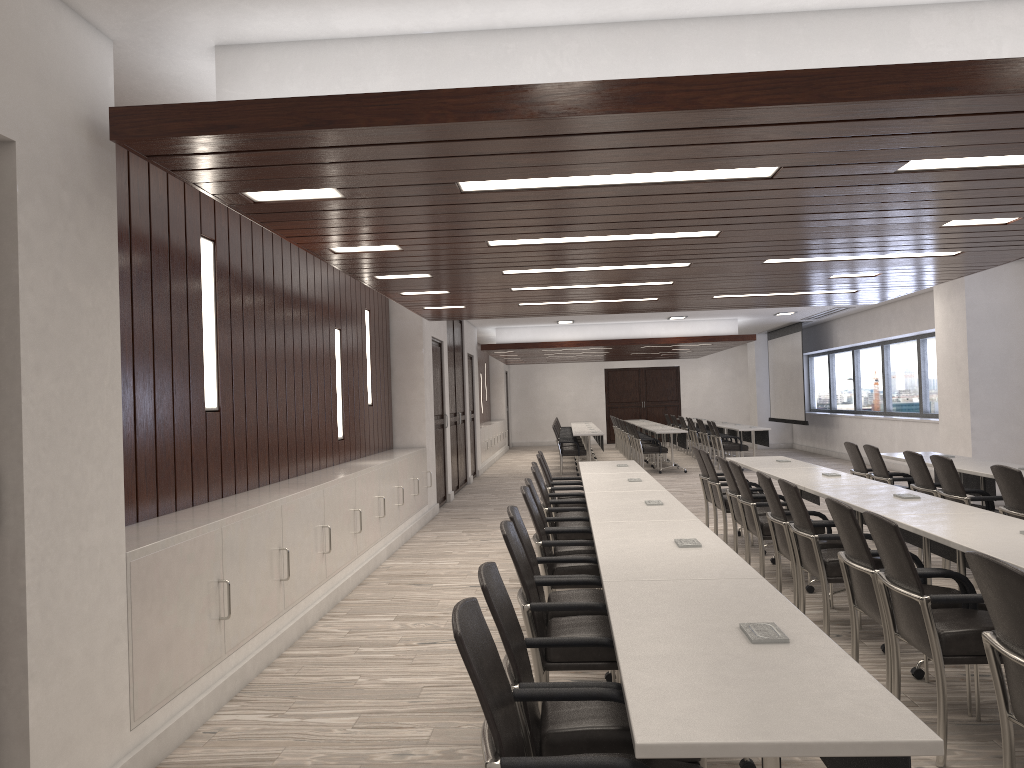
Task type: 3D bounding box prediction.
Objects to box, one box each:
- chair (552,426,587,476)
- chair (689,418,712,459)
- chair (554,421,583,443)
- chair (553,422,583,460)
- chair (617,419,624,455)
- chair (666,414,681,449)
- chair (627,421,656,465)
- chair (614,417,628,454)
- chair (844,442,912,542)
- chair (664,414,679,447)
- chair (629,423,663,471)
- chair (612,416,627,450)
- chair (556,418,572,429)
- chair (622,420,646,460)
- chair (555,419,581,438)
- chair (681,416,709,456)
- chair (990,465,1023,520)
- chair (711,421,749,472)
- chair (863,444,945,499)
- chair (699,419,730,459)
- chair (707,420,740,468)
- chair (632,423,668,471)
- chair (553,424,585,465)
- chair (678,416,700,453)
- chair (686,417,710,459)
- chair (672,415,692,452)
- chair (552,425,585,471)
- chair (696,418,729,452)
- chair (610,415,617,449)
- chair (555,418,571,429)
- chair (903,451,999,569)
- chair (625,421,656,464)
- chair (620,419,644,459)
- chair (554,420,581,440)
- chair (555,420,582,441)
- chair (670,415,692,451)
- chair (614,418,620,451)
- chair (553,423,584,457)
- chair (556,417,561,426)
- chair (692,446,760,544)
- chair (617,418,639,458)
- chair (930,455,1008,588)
[{"bbox_3d":[1.091,1.255,16.821,0.638,0.939,0.513,-2,-1,4],"label":"chair"},{"bbox_3d":[4.268,1.203,19.677,0.638,0.939,0.513,-2,-1,4],"label":"chair"},{"bbox_3d":[1.299,1.315,20.370,0.638,0.939,0.513,-2,-1,4],"label":"chair"},{"bbox_3d":[1.260,1.306,19.853,0.638,0.939,0.513,-2,-1,4],"label":"chair"},{"bbox_3d":[2.910,1.288,21.814,0.638,0.939,0.513,-2,-1,3],"label":"chair"},{"bbox_3d":[4.545,1.279,24.234,0.638,0.939,0.513,-2,-1,4],"label":"chair"},{"bbox_3d":[2.696,1.229,18.251,0.638,0.939,0.513,-2,-1,3],"label":"chair"},{"bbox_3d":[2.966,1.305,22.812,0.638,0.939,0.513,-2,-1,3],"label":"chair"},{"bbox_3d":[3.594,1.019,8.601,0.638,0.939,0.513,-2,-1,4],"label":"chair"},{"bbox_3d":[4.585,1.287,24.754,0.638,0.939,0.513,-2,-1,4],"label":"chair"},{"bbox_3d":[2.621,1.213,17.263,0.638,0.939,0.513,-2,-1,3],"label":"chair"},{"bbox_3d":[3.070,1.329,24.328,0.638,0.939,0.513,-2,-1,4],"label":"chair"},{"bbox_3d":[1.548,1.382,24.414,0.638,0.939,0.513,-2,-1,3],"label":"chair"},{"bbox_3d":[2.780,1.254,19.770,0.638,0.939,0.513,-2,-1,4],"label":"chair"},{"bbox_3d":[1.448,1.357,22.897,0.638,0.939,0.513,-2,-1,3],"label":"chair"},{"bbox_3d":[4.371,1.228,21.192,0.638,0.939,0.513,-2,-1,3],"label":"chair"},{"bbox_3d":[3.412,0.969,5.565,0.638,0.939,0.513,-2,-1,4],"label":"chair"},{"bbox_3d":[4.083,1.153,16.645,0.638,0.939,0.513,-2,-1,4],"label":"chair"},{"bbox_3d":[3.579,1.010,8.080,0.638,0.939,0.513,-2,-1,4],"label":"chair"},{"bbox_3d":[4.175,1.178,18.167,0.638,0.939,0.513,-2,-1,4],"label":"chair"},{"bbox_3d":[4.115,1.161,17.167,0.638,0.939,0.513,-2,-1,3],"label":"chair"},{"bbox_3d":[2.601,1.204,16.730,0.638,0.939,0.513,-2,-1,3],"label":"chair"},{"bbox_3d":[1.177,1.281,18.344,0.638,0.939,0.513,-2,-1,3],"label":"chair"},{"bbox_3d":[4.410,1.236,21.717,0.638,0.939,0.513,-2,-1,2],"label":"chair"},{"bbox_3d":[4.302,1.212,20.200,0.638,0.939,0.513,-2,-1,4],"label":"chair"},{"bbox_3d":[4.453,1.254,22.715,0.638,0.939,0.513,-2,-1,3],"label":"chair"},{"bbox_3d":[1.114,1.264,17.343,0.638,0.939,0.513,-2,-1,3],"label":"chair"},{"bbox_3d":[4.224,1.186,18.687,0.638,0.939,0.513,-2,-1,3],"label":"chair"},{"bbox_3d":[3.085,1.339,24.846,0.638,0.939,0.513,-2,-1,3],"label":"chair"},{"bbox_3d":[1.479,1.365,23.421,0.638,0.939,0.513,-2,-1,4],"label":"chair"},{"bbox_3d":[3.513,0.994,7.086,0.638,0.939,0.513,-2,-1,4],"label":"chair"},{"bbox_3d":[2.728,1.237,18.769,0.638,0.939,0.513,-2,-1,3],"label":"chair"},{"bbox_3d":[2.808,1.263,20.286,0.638,0.939,0.513,-2,-1,4],"label":"chair"},{"bbox_3d":[1.351,1.332,21.377,0.638,0.939,0.513,-2,-1,4],"label":"chair"},{"bbox_3d":[1.399,1.340,21.900,0.638,0.939,0.513,-2,-1,3],"label":"chair"},{"bbox_3d":[4.488,1.262,23.246,0.638,0.939,0.513,-2,-1,4],"label":"chair"},{"bbox_3d":[3.005,1.313,23.330,0.638,0.939,0.513,-2,-1,4],"label":"chair"},{"bbox_3d":[1.210,1.290,18.876,0.638,0.939,0.513,-2,-1,4],"label":"chair"},{"bbox_3d":[1.577,1.390,24.937,0.638,0.939,0.513,-2,-1,4],"label":"chair"},{"bbox_3d":[2.110,1.070,8.695,0.638,0.939,0.513,-2,-1,3],"label":"chair"},{"bbox_3d":[2.868,1.280,21.291,0.638,0.939,0.513,-2,-1,3],"label":"chair"},{"bbox_3d":[3.487,0.985,6.564,0.638,0.939,0.513,-2,-1,4],"label":"chair"}]
